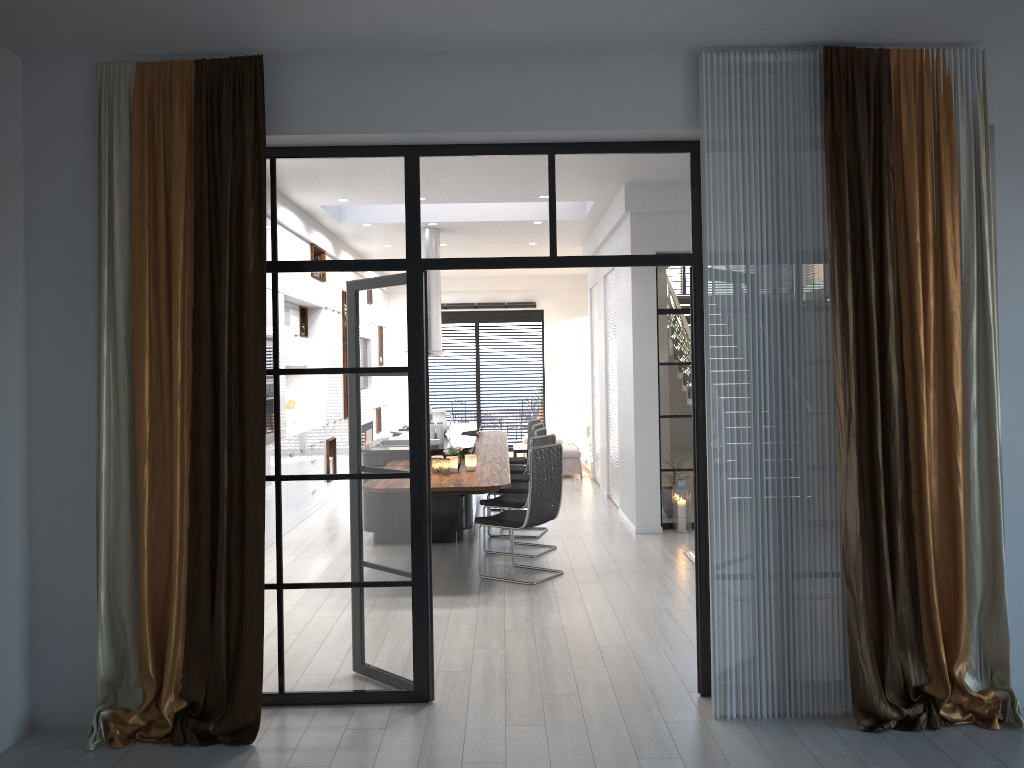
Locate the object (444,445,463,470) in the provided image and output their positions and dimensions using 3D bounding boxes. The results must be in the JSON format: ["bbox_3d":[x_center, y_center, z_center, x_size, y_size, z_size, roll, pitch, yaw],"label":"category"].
[{"bbox_3d":[-0.465,0.593,7.135,0.151,0.206,0.157,-1,0,16],"label":"object"}]

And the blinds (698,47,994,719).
[{"bbox_3d":[1.534,-0.005,4.060,1.301,3.069,0.052,-1,0,0],"label":"blinds"}]

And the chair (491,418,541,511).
[{"bbox_3d":[0.021,0.913,10.175,0.536,1.018,0.471,-1,0,19],"label":"chair"}]

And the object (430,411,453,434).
[{"bbox_3d":[-0.792,0.430,9.835,0.211,0.254,0.183,-1,0,34],"label":"object"}]

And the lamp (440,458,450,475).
[{"bbox_3d":[-0.517,0.643,6.897,0.078,0.120,0.078,-1,0,-18],"label":"lamp"}]

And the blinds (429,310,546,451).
[{"bbox_3d":[-0.657,-0.060,17.159,2.585,2.721,0.358,-1,0,-1],"label":"blinds"}]

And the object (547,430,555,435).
[{"bbox_3d":[0.539,0.958,15.199,0.418,0.355,0.761,-1,1,7],"label":"object"}]

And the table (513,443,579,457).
[{"bbox_3d":[0.523,1.163,14.047,1.000,0.350,1.000,-1,1,0],"label":"table"}]

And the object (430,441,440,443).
[{"bbox_3d":[-0.731,0.554,8.349,0.111,0.023,0.111,-1,1,12],"label":"object"}]

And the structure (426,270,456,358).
[{"bbox_3d":[-1.059,-1.126,11.068,0.695,1.609,1.043,-1,0,-2],"label":"structure"}]

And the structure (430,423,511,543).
[{"bbox_3d":[-0.718,1.016,8.962,1.377,0.887,5.641,-1,1,-1],"label":"structure"}]

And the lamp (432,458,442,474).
[{"bbox_3d":[-0.591,0.643,6.962,0.078,0.120,0.078,-1,0,-18],"label":"lamp"}]

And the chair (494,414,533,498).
[{"bbox_3d":[-0.001,0.895,11.138,0.537,1.018,0.471,-1,0,-1],"label":"chair"}]

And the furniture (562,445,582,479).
[{"bbox_3d":[0.621,1.127,12.938,0.699,0.460,0.699,-1,1,-5],"label":"furniture"}]

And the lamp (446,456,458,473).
[{"bbox_3d":[-0.470,0.637,6.998,0.095,0.124,0.095,-1,0,-8],"label":"lamp"}]

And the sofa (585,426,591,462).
[{"bbox_3d":[1.678,0.908,13.855,0.898,0.825,2.093,-1,1,0],"label":"sofa"}]

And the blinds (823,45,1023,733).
[{"bbox_3d":[1.821,-0.015,3.961,0.811,3.045,0.254,-1,0,0],"label":"blinds"}]

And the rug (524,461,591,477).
[{"bbox_3d":[0.384,1.328,14.101,1.623,0.020,2.520,-1,1,-1],"label":"rug"}]

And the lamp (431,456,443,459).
[{"bbox_3d":[-0.593,0.638,7.068,0.095,0.124,0.095,-1,0,16],"label":"lamp"}]

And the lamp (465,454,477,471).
[{"bbox_3d":[-0.331,0.632,7.114,0.095,0.124,0.095,-1,0,32],"label":"lamp"}]

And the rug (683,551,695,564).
[{"bbox_3d":[2.611,1.424,6.834,2.276,0.020,1.585,-1,1,-1],"label":"rug"}]

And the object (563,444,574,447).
[{"bbox_3d":[0.873,0.968,13.927,0.281,0.032,0.533,-1,1,12],"label":"object"}]

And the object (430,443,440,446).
[{"bbox_3d":[-0.731,0.573,8.348,0.111,0.023,0.111,-1,1,12],"label":"object"}]

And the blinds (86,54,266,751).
[{"bbox_3d":[-1.481,0.045,3.938,0.811,3.045,0.254,-1,0,-1],"label":"blinds"}]

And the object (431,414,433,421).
[{"bbox_3d":[-1.089,0.441,11.040,0.266,0.147,0.253,0,1,42],"label":"object"}]

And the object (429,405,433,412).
[{"bbox_3d":[-1.098,0.355,11.038,0.249,0.212,0.256,-1,1,35],"label":"object"}]

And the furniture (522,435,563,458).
[{"bbox_3d":[0.524,1.085,15.249,0.699,0.460,0.699,-1,1,0],"label":"furniture"}]

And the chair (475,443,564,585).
[{"bbox_3d":[0.056,0.976,6.886,0.536,1.018,0.471,-1,0,34],"label":"chair"}]

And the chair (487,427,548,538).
[{"bbox_3d":[0.039,0.942,8.642,0.536,1.018,0.471,-1,0,14],"label":"chair"}]

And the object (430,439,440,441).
[{"bbox_3d":[-0.732,0.534,8.349,0.111,0.023,0.111,-1,1,12],"label":"object"}]

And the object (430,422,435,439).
[{"bbox_3d":[-0.773,0.473,8.494,0.071,0.219,0.071,-1,0,-37],"label":"object"}]

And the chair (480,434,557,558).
[{"bbox_3d":[0.056,0.958,7.824,0.536,1.018,0.471,-1,0,29],"label":"chair"}]

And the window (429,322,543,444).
[{"bbox_3d":[2.340,-1.390,17.544,8.566,5.062,0.462,-1,0,-2],"label":"window"}]

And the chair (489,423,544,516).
[{"bbox_3d":[0.032,0.929,9.361,0.536,1.018,0.471,-1,0,14],"label":"chair"}]

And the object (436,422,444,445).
[{"bbox_3d":[-0.690,0.471,8.503,0.071,0.219,0.071,-1,0,25],"label":"object"}]

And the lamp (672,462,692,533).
[{"bbox_3d":[1.637,1.090,8.558,0.148,0.665,0.157,-1,0,-1],"label":"lamp"}]
